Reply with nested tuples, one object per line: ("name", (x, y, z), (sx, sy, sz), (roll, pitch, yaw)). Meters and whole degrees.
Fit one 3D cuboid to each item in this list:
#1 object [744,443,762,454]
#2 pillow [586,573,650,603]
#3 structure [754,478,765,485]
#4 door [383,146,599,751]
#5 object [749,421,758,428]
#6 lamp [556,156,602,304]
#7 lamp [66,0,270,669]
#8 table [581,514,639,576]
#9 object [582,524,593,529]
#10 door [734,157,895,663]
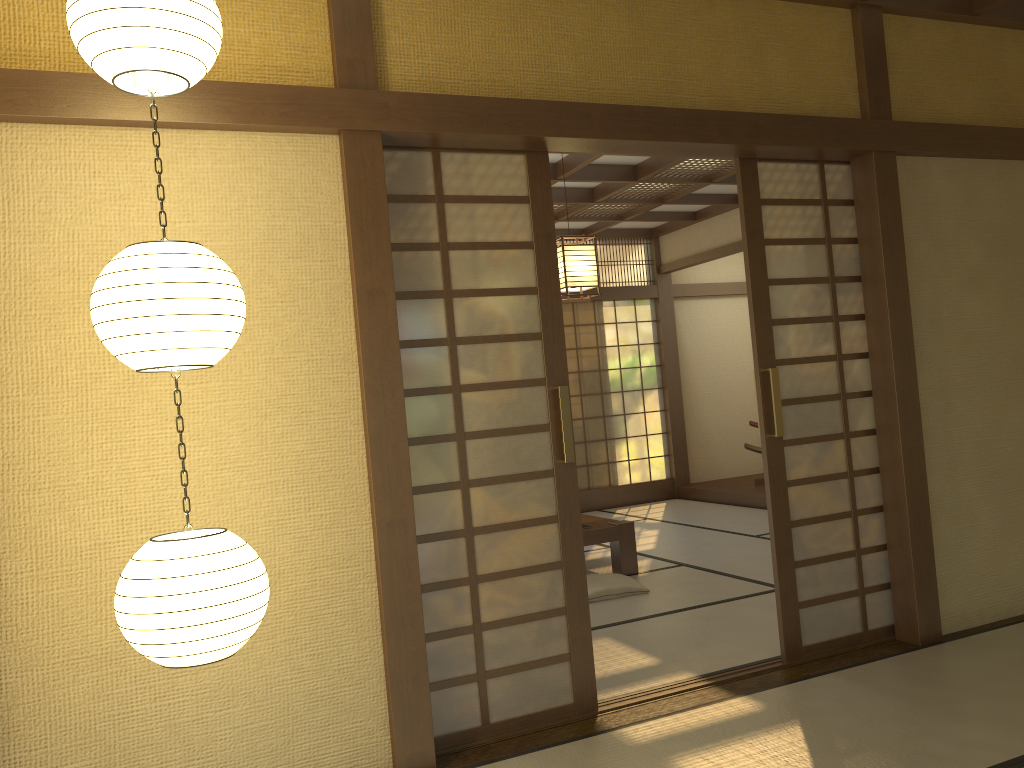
("object", (2.806, 0.673, 8.961), (0.100, 0.144, 1.369), (-5, -1, -22))
("pillow", (0.530, 1.266, 5.548), (0.486, 0.107, 0.496), (-5, -1, -20))
("structure", (2.842, 0.719, 8.996), (0.446, 0.604, 0.712), (-5, -1, -23))
("door", (-0.317, 0.208, 3.270), (1.230, 2.265, 0.076), (-5, -1, -23))
("object", (2.792, 0.421, 8.943), (0.086, 0.121, 1.186), (-5, -1, -22))
("lamp", (0.324, -1.037, 5.228), (0.240, 1.129, 0.240), (-5, -1, -23))
("lamp", (-0.875, -0.469, 2.211), (0.363, 2.297, 0.363), (-5, -1, -23))
("table", (0.187, 1.168, 6.257), (1.000, 0.350, 1.000), (-5, -1, -23))
("object", (0.304, 0.985, 6.031), (0.400, 0.007, 0.300), (-5, -1, -23))
("door", (1.663, 0.046, 4.133), (1.230, 2.265, 0.076), (-5, -1, -23))
